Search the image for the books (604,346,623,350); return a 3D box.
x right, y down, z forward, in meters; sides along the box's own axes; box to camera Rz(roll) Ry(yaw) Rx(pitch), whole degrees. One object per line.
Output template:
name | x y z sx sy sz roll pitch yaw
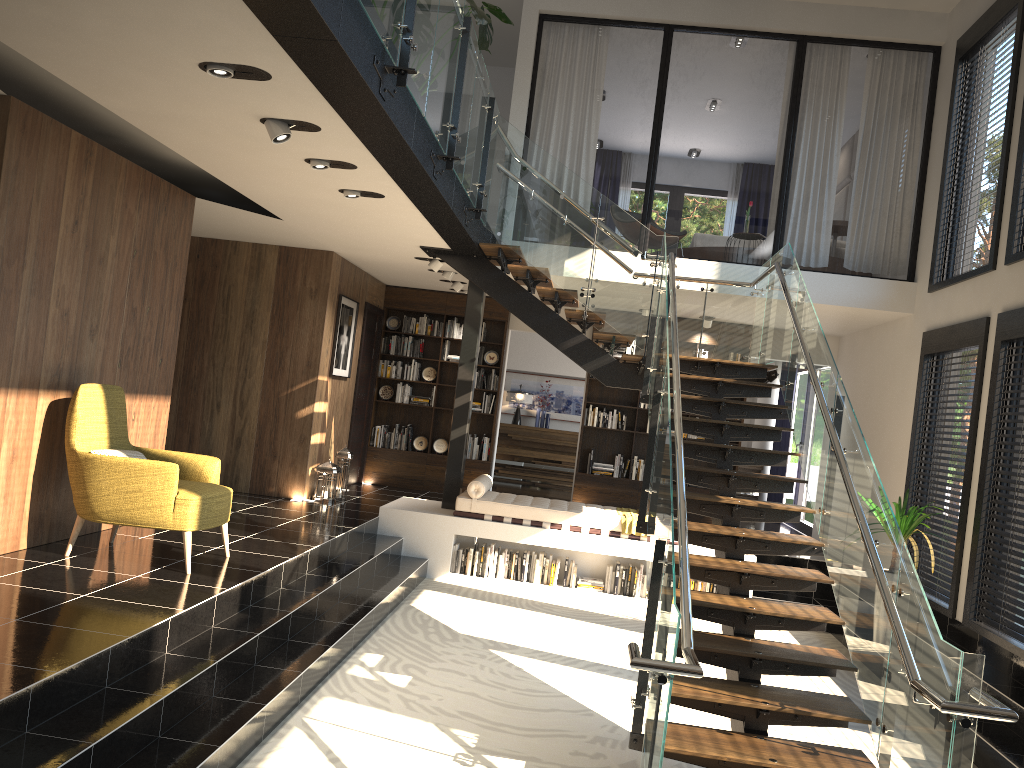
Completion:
books | 1.370 -0.473 11.801 0.285 0.030 0.176 7 -1 4

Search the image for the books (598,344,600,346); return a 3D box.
books | 1.153 -0.490 11.817 0.021 0.217 0.180 7 -1 5

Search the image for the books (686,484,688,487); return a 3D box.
books | 2.302 1.225 11.642 0.026 0.238 0.159 7 -1 5

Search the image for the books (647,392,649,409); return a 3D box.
books | 1.807 0.216 11.721 0.027 0.228 0.208 7 -1 5

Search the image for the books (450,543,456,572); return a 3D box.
books | -0.595 1.782 9.093 0.025 0.270 0.156 7 -1 5

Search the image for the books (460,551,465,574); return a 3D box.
books | -0.497 1.824 9.084 0.029 0.211 0.130 7 -1 5

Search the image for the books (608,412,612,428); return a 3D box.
books | 1.297 0.480 11.784 0.030 0.221 0.190 7 -1 5

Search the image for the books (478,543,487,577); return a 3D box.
books | -0.299 1.791 9.029 0.030 0.322 0.203 7 -1 5

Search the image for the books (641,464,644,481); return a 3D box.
books | 1.725 1.169 11.705 0.025 0.214 0.170 7 -1 5

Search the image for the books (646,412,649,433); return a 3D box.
books | 1.809 0.507 11.720 0.030 0.284 0.176 7 -1 5

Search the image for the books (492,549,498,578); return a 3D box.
books | -0.167 1.827 9.035 0.025 0.282 0.149 7 -1 5

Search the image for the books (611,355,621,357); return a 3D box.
books | 1.358 -0.369 11.803 0.268 0.026 0.156 7 -1 9

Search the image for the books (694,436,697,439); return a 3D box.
books | 2.414 0.581 11.655 0.031 0.277 0.168 7 -1 5

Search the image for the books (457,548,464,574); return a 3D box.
books | -0.526 1.805 9.060 0.027 0.241 0.150 7 -1 5

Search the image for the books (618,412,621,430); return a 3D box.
books | 1.427 0.488 11.768 0.070 0.236 0.206 7 -1 5

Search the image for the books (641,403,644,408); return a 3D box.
books | 1.733 0.186 11.749 0.031 0.272 0.158 7 -1 5

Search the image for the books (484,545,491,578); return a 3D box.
books | -0.243 1.804 9.022 0.028 0.309 0.211 7 -1 5

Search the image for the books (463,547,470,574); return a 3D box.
books | -0.465 1.805 9.085 0.030 0.256 0.145 7 -1 5

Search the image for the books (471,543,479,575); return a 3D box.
books | -0.379 1.786 9.068 0.029 0.314 0.163 7 -1 5

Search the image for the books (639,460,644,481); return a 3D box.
books | 1.700 1.135 11.696 0.030 0.276 0.160 7 -1 5

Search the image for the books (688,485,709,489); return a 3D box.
books | 2.453 1.351 11.651 0.273 0.025 0.156 7 -1 3

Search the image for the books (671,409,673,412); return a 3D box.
books | 2.115 0.273 11.707 0.024 0.187 0.148 7 -1 5

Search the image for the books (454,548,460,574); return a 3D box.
books | -0.552 1.807 9.059 0.024 0.229 0.171 7 -1 5

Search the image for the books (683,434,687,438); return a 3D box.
books | 2.279 0.590 11.692 0.037 0.232 0.231 7 -1 5

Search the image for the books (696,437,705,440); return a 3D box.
books | 2.563 0.726 11.640 0.288 0.026 0.175 7 -1 9

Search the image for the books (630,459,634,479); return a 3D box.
books | 1.586 1.128 11.738 0.026 0.263 0.156 7 -1 5

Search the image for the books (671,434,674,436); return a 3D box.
books | 2.074 0.669 11.696 0.274 0.025 0.156 7 -1 2

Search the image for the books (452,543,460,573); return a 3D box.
books | -0.571 1.777 9.075 0.024 0.286 0.130 7 -1 5

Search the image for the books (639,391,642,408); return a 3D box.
books | 1.700 0.204 11.754 0.030 0.228 0.176 7 -1 5

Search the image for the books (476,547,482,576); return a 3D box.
books | -0.327 1.810 9.060 0.028 0.279 0.120 7 -1 5

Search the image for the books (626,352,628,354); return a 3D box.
books | 1.535 -0.478 11.770 0.030 0.284 0.176 7 -1 5

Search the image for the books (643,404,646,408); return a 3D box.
books | 1.755 0.243 11.747 0.027 0.162 0.126 7 -1 5

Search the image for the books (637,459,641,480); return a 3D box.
books | 1.675 1.133 11.724 0.025 0.274 0.150 7 -1 5

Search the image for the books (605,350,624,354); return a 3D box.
books | 1.365 -0.419 11.808 0.250 0.026 0.148 7 -1 9

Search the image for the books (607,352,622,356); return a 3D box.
books | 1.361 -0.394 11.807 0.273 0.025 0.156 7 -1 3

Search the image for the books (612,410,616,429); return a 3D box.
books | 1.354 0.469 11.770 0.029 0.256 0.167 7 -1 5

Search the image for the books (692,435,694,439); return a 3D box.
books | 2.381 0.611 11.647 0.026 0.209 0.184 7 -1 5

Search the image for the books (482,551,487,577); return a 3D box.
books | -0.273 1.837 9.049 0.029 0.237 0.147 7 -1 5

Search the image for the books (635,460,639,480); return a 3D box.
books | 1.646 1.135 11.708 0.030 0.262 0.173 7 -1 5

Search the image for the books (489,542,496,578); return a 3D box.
books | -0.202 1.795 9.039 0.051 0.338 0.187 7 -1 5

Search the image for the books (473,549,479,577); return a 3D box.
books | -0.359 1.818 9.030 0.027 0.254 0.204 7 -1 5

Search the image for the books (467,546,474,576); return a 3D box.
books | -0.416 1.802 9.044 0.035 0.273 0.200 7 -1 5

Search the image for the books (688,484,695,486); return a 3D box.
books | 2.455 1.323 11.643 0.286 0.030 0.176 7 -1 4

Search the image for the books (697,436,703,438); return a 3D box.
books | 2.567 0.702 11.652 0.274 0.022 0.156 7 -1 2

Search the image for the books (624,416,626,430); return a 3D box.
books | 1.501 0.523 11.807 0.022 0.185 0.127 7 -1 5

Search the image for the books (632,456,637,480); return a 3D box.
books | 1.616 1.106 11.701 0.035 0.312 0.160 7 -1 5

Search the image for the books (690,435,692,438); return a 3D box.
books | 2.355 0.606 11.668 0.029 0.214 0.149 7 -1 5

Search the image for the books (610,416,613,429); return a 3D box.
books | 1.324 0.509 11.793 0.027 0.171 0.146 7 -1 5

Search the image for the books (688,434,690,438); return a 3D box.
books | 2.331 0.595 11.683 0.025 0.232 0.156 7 -1 5

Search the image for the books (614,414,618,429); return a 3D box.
books | 1.382 0.499 11.791 0.030 0.205 0.170 7 -1 5

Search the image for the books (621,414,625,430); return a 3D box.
books | 1.475 0.507 11.766 0.028 0.210 0.169 7 -1 5

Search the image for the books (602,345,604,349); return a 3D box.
books | 1.210 -0.520 11.802 0.028 0.290 0.170 7 -1 5

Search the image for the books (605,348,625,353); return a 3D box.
books | 1.368 -0.444 11.813 0.270 0.025 0.156 7 -1 5

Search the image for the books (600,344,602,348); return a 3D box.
books | 1.178 -0.494 11.805 0.030 0.231 0.200 7 -1 5

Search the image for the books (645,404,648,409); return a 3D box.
books | 1.781 0.228 11.731 0.024 0.197 0.175 7 -1 5

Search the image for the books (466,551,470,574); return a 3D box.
books | -0.443 1.823 9.076 0.020 0.225 0.156 7 -1 5
